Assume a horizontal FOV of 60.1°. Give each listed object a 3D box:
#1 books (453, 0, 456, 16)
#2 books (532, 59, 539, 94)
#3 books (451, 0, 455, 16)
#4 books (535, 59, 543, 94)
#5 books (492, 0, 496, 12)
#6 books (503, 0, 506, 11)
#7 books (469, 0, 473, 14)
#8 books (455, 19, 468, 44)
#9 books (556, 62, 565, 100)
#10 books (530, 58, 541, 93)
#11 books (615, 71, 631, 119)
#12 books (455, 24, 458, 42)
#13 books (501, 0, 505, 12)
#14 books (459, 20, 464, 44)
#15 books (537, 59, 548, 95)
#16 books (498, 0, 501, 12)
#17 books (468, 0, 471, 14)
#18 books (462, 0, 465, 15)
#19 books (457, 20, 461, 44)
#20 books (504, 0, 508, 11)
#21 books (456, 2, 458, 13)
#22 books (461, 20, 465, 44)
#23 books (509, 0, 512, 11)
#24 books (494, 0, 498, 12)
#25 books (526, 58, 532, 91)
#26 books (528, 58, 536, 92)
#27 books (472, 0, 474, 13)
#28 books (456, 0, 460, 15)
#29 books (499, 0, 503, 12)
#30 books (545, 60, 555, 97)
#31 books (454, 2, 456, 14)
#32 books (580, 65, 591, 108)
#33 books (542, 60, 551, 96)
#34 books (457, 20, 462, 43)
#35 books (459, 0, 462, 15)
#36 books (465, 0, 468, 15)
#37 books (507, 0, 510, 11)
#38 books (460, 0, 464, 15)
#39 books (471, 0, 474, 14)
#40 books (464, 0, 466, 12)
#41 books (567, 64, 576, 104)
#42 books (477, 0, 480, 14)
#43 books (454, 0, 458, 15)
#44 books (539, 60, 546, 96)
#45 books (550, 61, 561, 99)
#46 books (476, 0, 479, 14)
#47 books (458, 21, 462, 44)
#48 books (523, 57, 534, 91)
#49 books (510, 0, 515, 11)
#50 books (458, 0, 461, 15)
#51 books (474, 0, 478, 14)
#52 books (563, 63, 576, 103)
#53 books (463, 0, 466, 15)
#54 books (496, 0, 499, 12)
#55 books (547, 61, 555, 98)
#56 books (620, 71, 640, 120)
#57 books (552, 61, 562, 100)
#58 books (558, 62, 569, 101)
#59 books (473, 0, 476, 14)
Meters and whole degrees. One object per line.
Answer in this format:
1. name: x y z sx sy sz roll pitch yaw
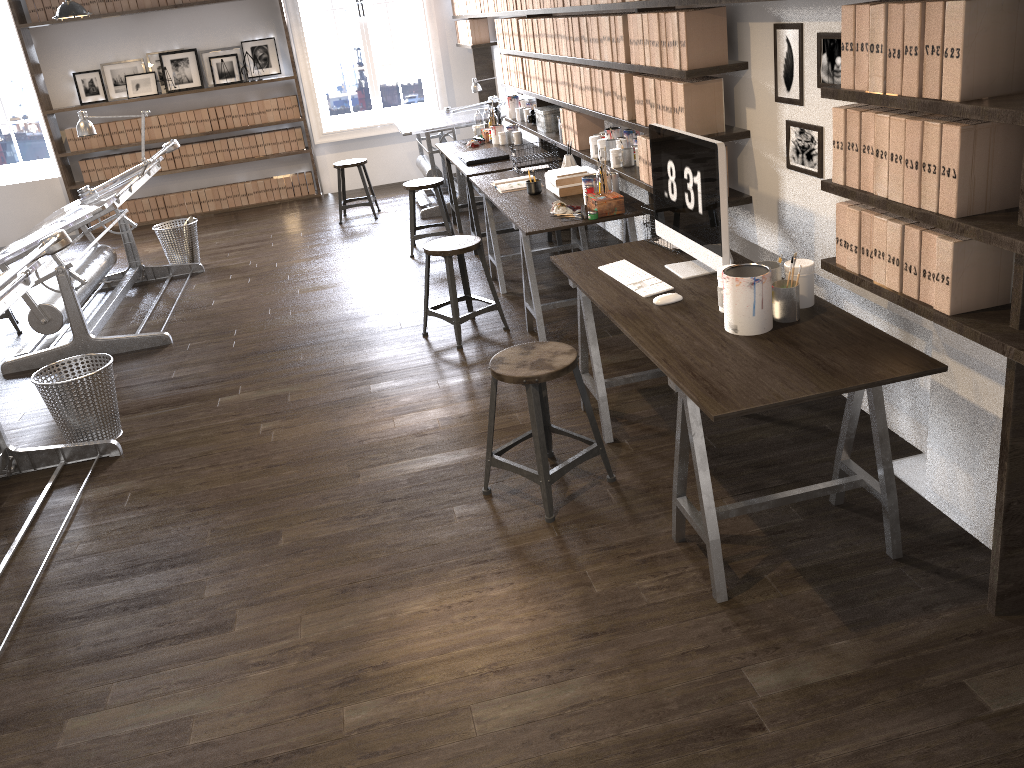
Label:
1. books: -0.511 -3.877 9.007 0.175 0.222 0.068 -11 22 -9
2. books: 0.241 -2.130 6.106 0.175 0.222 0.068 -11 22 -9
3. books: -0.530 -3.901 9.069 0.175 0.222 0.068 -11 22 -9
4. books: 0.258 -2.104 6.039 0.175 0.221 0.068 -11 22 -9
5. books: -0.071 -3.067 7.001 0.175 0.222 0.068 -11 22 -9
6. books: 0.020 -2.913 6.616 0.175 0.221 0.068 -11 22 -9
7. books: -0.295 -3.480 8.041 0.175 0.222 0.068 -11 22 -9
8. books: -0.478 -3.620 9.092 0.175 0.222 0.068 -11 22 -9
9. books: 0.376 -1.896 5.524 0.175 0.221 0.068 -11 22 -9
10. books: 0.231 -2.157 6.172 0.175 0.222 0.068 -11 22 -9
11. books: 0.616 -1.452 4.424 0.175 0.222 0.068 -11 22 -9
12. books: -0.488 -3.649 9.163 0.175 0.222 0.068 -11 22 -9
13. books: 0.006 -2.936 6.674 0.175 0.221 0.068 -11 22 -9
14. books: -0.423 -3.517 8.838 0.175 0.222 0.068 -11 22 -9
15. books: 0.272 -2.081 5.982 0.175 0.221 0.068 -11 22 -9
16. books: -0.022 -2.989 6.806 0.175 0.222 0.068 -11 22 -9
17. books: -0.313 -3.505 8.105 0.175 0.222 0.068 -11 22 -9
18. books: -0.386 -3.654 8.454 0.174 0.222 0.068 -11 22 -9
19. books: -0.458 -3.593 9.025 0.175 0.221 0.068 -11 22 -9
20. books: 0.029 -2.887 6.554 0.175 0.222 0.068 -11 22 -9
21. books: -0.466 -3.798 8.811 0.175 0.222 0.068 -11 22 -9
22. books: -0.405 -3.490 8.772 0.174 0.222 0.068 -11 22 -9
23. books: 0.063 -2.836 6.427 0.174 0.222 0.068 -11 22 -9
24. books: -0.052 -3.041 6.935 0.174 0.222 0.068 -11 22 -9
25. books: 0.200 -2.209 6.300 0.174 0.222 0.068 -11 22 -9
26. books: 0.218 -2.184 6.236 0.174 0.222 0.068 -11 22 -9
27. books: -0.268 -3.428 7.912 0.174 0.222 0.068 -11 22 -9
28. books: -0.456 -3.769 8.741 0.175 0.222 0.068 -11 22 -9
29. books: -0.011 -2.962 6.741 0.175 0.222 0.068 -11 22 -9
30. books: 0.316 -2.004 5.792 0.174 0.222 0.068 -11 22 -9
31. books: -0.496 -3.851 8.942 0.174 0.222 0.068 -11 22 -9
32. books: 0.487 -1.688 5.010 0.175 0.221 0.068 -11 22 -9
33. books: 0.301 -2.031 5.858 0.175 0.222 0.068 -11 22 -9
34. books: -0.447 -3.568 8.964 0.175 0.221 0.068 -11 22 -9
35. books: -0.423 -3.706 8.584 0.175 0.222 0.068 -11 22 -9
36. books: -0.351 -3.575 8.261 0.175 0.222 0.068 -11 22 -9
37. books: 0.049 -2.863 6.492 0.175 0.222 0.068 -11 22 -9
38. books: -0.405 -3.679 8.518 0.174 0.222 0.068 -11 22 -9
39. books: -0.279 -3.454 7.977 0.174 0.222 0.068 -11 22 -9
40. books: -0.360 -3.600 8.320 0.175 0.221 0.068 -11 22 -9
41. books: 0.429 -1.794 5.271 0.174 0.222 0.068 -11 22 -9
42. books: -0.209 -3.326 7.660 0.175 0.221 0.068 -11 22 -9
43. books: -0.486 -3.824 8.876 0.174 0.222 0.068 -11 22 -9
44. books: 0.282 -2.055 5.919 0.175 0.222 0.068 -11 22 -9
45. books: 0.346 -1.952 5.661 0.175 0.222 0.068 -11 22 -9
46. books: -0.225 -3.350 7.720 0.175 0.221 0.068 -11 22 -9
47. books: -0.438 -3.544 8.905 0.175 0.222 0.068 -11 22 -9
48. books: 0.182 -2.235 6.367 0.175 0.222 0.068 -11 22 -9
49. books: 0.074 -2.809 6.361 0.174 0.222 0.068 -11 22 -9
50. books: -0.436 -3.742 8.673 0.175 0.221 0.068 -11 22 -9
51. books: -0.242 -3.373 7.778 0.175 0.222 0.068 -11 22 -9
52. books: 0.411 -1.820 5.337 0.175 0.222 0.068 -11 22 -9
53. books: -0.374 -3.628 8.389 0.175 0.222 0.068 -11 22 -9
54. books: -0.034 -3.016 6.871 0.174 0.222 0.068 -11 22 -9
55. books: 0.326 -1.977 5.726 0.174 0.222 0.068 -11 22 -9
56. books: 0.633 -1.423 4.352 0.175 0.221 0.068 -11 22 -9
57. books: 0.356 -1.923 5.591 0.175 0.222 0.068 -11 22 -9
58. books: 0.387 -1.871 5.463 0.175 0.221 0.068 -11 22 -9
59. books: -0.257 -3.400 7.845 0.175 0.222 0.068 -11 22 -9
